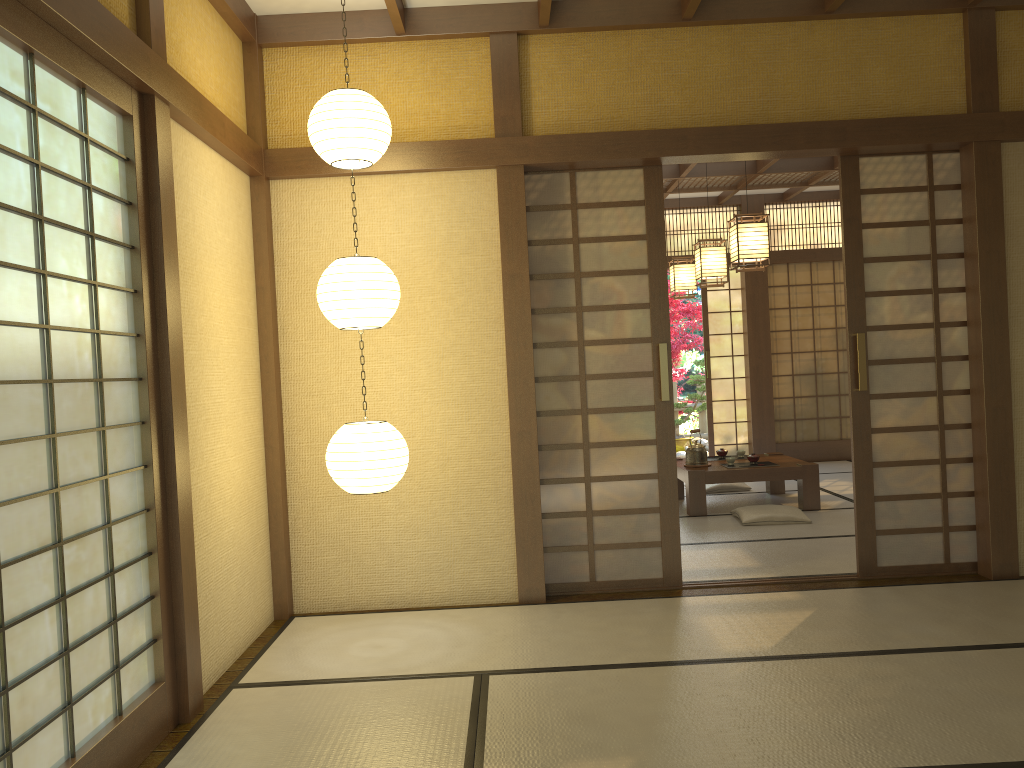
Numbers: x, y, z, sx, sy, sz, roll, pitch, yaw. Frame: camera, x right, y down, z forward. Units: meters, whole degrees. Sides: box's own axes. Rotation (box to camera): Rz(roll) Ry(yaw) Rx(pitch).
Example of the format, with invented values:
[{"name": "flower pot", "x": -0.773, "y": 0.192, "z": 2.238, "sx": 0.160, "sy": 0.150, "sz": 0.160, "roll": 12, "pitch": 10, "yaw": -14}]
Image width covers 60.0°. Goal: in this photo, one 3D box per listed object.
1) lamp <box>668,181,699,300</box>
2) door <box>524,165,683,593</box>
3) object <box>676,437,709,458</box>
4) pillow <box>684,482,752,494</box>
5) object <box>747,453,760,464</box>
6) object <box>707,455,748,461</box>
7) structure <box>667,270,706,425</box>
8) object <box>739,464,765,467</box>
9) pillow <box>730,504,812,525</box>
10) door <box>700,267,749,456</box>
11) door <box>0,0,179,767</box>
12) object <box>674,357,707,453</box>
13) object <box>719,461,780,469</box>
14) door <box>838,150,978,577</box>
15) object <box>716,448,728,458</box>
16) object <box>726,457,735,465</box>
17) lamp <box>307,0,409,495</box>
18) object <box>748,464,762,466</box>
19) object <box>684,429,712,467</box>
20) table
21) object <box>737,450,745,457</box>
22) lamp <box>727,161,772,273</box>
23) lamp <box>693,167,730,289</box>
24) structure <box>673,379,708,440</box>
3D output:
[{"name": "lamp", "x": 1.616, "y": -1.373, "z": 8.460, "sx": 0.240, "sy": 1.129, "sz": 0.240, "roll": -3, "pitch": 1, "yaw": 0}, {"name": "door", "x": 0.231, "y": -0.026, "z": 4.666, "sx": 1.230, "sy": 2.265, "sz": 0.076, "roll": -3, "pitch": 1, "yaw": 0}, {"name": "object", "x": 2.375, "y": 0.863, "z": 11.976, "sx": 1.260, "sy": 0.276, "sz": 1.147, "roll": -3, "pitch": 1, "yaw": -4}, {"name": "pillow", "x": 1.878, "y": 0.929, "z": 8.132, "sx": 0.496, "sy": 0.107, "sz": 0.486, "roll": -3, "pitch": 1, "yaw": -7}, {"name": "object", "x": 1.910, "y": 0.590, "z": 7.018, "sx": 0.100, "sy": 0.080, "sz": 0.100, "roll": -3, "pitch": 1, "yaw": 0}, {"name": "object", "x": 1.837, "y": 0.632, "z": 7.573, "sx": 0.400, "sy": 0.007, "sz": 0.300, "roll": -3, "pitch": 1, "yaw": 0}, {"name": "structure", "x": 1.500, "y": -0.849, "z": 13.424, "sx": 3.412, "sy": 4.004, "sz": 3.045, "roll": -2, "pitch": 1, "yaw": 32}, {"name": "object", "x": 1.863, "y": 0.634, "z": 6.889, "sx": 0.200, "sy": 0.008, "sz": 0.008, "roll": -3, "pitch": 1, "yaw": -2}, {"name": "pillow", "x": 1.883, "y": 0.954, "z": 6.493, "sx": 0.486, "sy": 0.107, "sz": 0.496, "roll": -3, "pitch": 1, "yaw": 4}, {"name": "door", "x": 3.125, "y": -0.224, "z": 10.002, "sx": 1.894, "sy": 2.380, "sz": 0.073, "roll": -3, "pitch": 1, "yaw": 0}, {"name": "door", "x": -1.268, "y": 0.119, "z": 1.697, "sx": 0.140, "sy": 2.230, "sz": 2.890, "roll": -3, "pitch": 1, "yaw": 0}, {"name": "object", "x": 2.402, "y": 0.309, "z": 11.980, "sx": 1.032, "sy": 1.362, "sz": 0.586, "roll": -3, "pitch": 1, "yaw": 26}, {"name": "object", "x": 1.873, "y": 0.639, "z": 7.006, "sx": 0.400, "sy": 0.007, "sz": 0.300, "roll": -3, "pitch": 1, "yaw": 0}, {"name": "door", "x": 2.394, "y": -0.137, "z": 4.670, "sx": 1.230, "sy": 2.265, "sz": 0.076, "roll": -3, "pitch": 1, "yaw": 0}, {"name": "object", "x": 1.787, "y": 0.589, "z": 7.544, "sx": 0.100, "sy": 0.080, "sz": 0.100, "roll": -3, "pitch": 1, "yaw": 0}, {"name": "object", "x": 1.743, "y": 0.615, "z": 7.068, "sx": 0.074, "sy": 0.052, "sz": 0.073, "roll": -2, "pitch": 1, "yaw": 43}, {"name": "lamp", "x": -0.684, "y": -0.675, "z": 3.869, "sx": 0.363, "sy": 2.297, "sz": 0.363, "roll": -3, "pitch": 1, "yaw": 0}, {"name": "object", "x": 1.865, "y": 0.633, "z": 6.902, "sx": 0.200, "sy": 0.008, "sz": 0.008, "roll": -3, "pitch": 1, "yaw": -6}, {"name": "object", "x": 1.489, "y": 0.512, "z": 7.152, "sx": 0.219, "sy": 0.296, "sz": 0.226, "roll": -3, "pitch": 1, "yaw": -5}, {"name": "table", "x": 1.850, "y": 0.805, "z": 7.271, "sx": 1.000, "sy": 0.350, "sz": 1.000, "roll": -3, "pitch": 1, "yaw": 0}, {"name": "object", "x": 1.957, "y": 0.596, "z": 7.575, "sx": 0.074, "sy": 0.052, "sz": 0.073, "roll": -2, "pitch": 1, "yaw": 43}, {"name": "lamp", "x": 1.623, "y": -1.337, "z": 6.130, "sx": 0.240, "sy": 1.129, "sz": 0.240, "roll": -3, "pitch": 1, "yaw": 0}, {"name": "lamp", "x": 1.619, "y": -1.355, "z": 7.295, "sx": 0.240, "sy": 1.129, "sz": 0.240, "roll": -3, "pitch": 1, "yaw": 0}, {"name": "structure", "x": 2.366, "y": 0.511, "z": 12.617, "sx": 7.456, "sy": 1.136, "sz": 0.245, "roll": -3, "pitch": 1, "yaw": 0}]
